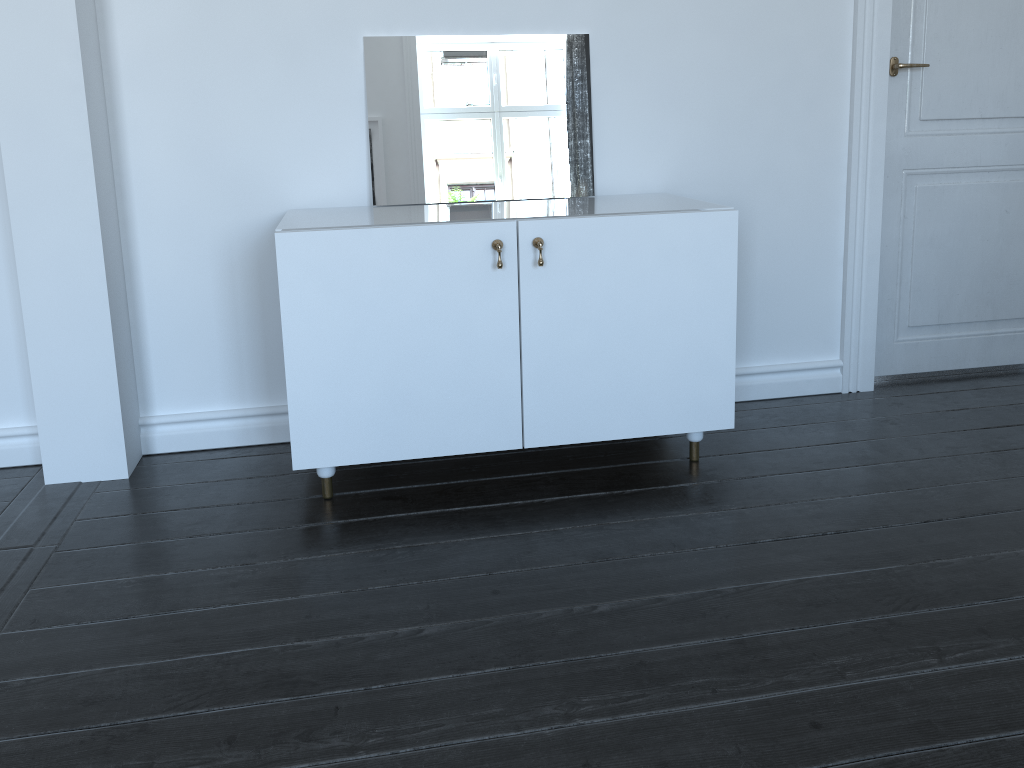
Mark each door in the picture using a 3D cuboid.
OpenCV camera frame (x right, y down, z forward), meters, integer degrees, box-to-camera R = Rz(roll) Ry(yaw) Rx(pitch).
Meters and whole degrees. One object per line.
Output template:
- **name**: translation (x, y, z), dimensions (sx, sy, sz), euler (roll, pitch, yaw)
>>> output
- **door**: translation (1.696, -1.219, 3.042), dimensions (1.171, 2.420, 0.118), euler (-4, 11, -10)

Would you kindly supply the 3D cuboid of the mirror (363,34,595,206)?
- **mirror**: translation (-0.091, -0.817, 2.713), dimensions (0.696, 0.492, 0.055), euler (-4, 11, -10)

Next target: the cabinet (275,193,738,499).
- **cabinet**: translation (-0.022, -0.138, 2.551), dimensions (1.202, 0.719, 0.604), euler (-4, 13, -10)
